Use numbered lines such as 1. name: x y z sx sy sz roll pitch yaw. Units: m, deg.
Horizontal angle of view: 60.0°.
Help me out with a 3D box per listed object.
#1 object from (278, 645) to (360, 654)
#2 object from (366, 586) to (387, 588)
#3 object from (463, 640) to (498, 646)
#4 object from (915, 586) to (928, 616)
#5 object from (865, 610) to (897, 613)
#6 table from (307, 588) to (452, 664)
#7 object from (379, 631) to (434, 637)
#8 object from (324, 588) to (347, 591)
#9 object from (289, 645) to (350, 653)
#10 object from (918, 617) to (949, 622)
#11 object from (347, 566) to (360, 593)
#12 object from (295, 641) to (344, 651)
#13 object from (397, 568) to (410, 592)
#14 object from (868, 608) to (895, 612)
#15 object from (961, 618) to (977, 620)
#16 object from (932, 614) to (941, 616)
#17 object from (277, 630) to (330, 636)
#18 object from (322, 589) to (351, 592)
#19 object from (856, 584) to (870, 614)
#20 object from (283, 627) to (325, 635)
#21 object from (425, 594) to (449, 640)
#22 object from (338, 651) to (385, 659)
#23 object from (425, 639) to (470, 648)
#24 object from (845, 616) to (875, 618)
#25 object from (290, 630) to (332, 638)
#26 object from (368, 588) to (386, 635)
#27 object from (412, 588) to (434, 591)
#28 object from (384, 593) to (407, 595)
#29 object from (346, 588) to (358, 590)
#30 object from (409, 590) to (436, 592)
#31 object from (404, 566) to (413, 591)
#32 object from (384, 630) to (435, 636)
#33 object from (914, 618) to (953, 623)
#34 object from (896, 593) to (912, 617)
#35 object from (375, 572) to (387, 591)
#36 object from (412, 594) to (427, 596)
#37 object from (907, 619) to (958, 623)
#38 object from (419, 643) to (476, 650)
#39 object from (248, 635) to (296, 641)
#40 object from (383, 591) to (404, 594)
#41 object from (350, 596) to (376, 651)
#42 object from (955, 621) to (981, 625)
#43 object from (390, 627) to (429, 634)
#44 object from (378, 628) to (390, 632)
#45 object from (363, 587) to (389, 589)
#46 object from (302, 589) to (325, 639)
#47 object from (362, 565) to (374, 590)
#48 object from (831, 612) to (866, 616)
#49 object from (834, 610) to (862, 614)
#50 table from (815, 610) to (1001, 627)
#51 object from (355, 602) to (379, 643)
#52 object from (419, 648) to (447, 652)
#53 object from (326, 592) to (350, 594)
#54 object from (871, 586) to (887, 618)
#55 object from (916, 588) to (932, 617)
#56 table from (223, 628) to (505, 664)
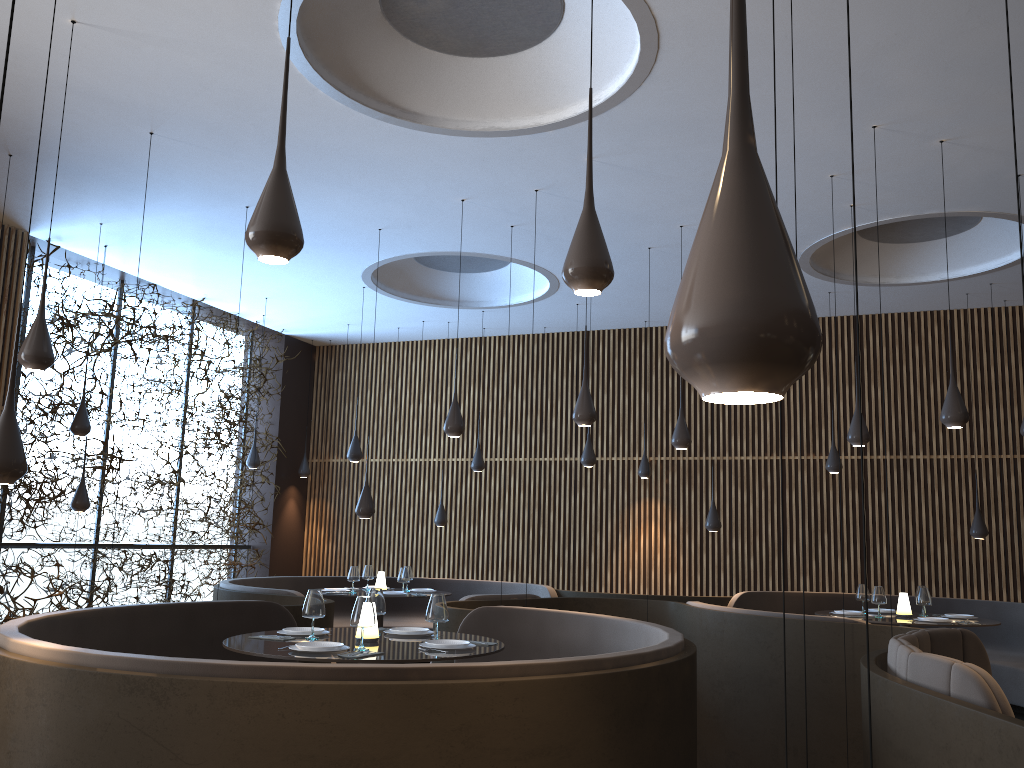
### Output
1. object: -1.067 1.463 4.900 0.411 0.012 0.205 -3 -11 23
2. object: -1.674 2.510 10.932 0.263 0.029 0.264 0 -10 12
3. object: -0.228 1.589 5.437 0.262 0.017 0.127 -3 -11 26
4. object: 4.195 2.214 9.062 0.142 0.294 0.142 7 -11 -32
5. object: 3.858 2.376 9.249 0.332 0.014 0.333 8 -12 -30
6. table: -1.561 2.946 10.344 1.673 1.020 1.678 5 -10 -19
7. object: -0.674 1.645 5.858 0.411 0.012 0.205 -4 -11 27
8. object: -2.026 2.370 10.200 0.263 0.029 0.264 8 -12 -33
9. object: -1.063 1.462 4.898 0.332 0.014 0.333 2 -10 -4
10. object: 3.903 2.184 8.216 0.263 0.029 0.264 0 -10 10
11. object: -1.810 2.233 10.124 0.142 0.294 0.142 -1 -9 15
12. object: -1.063 1.453 4.900 0.263 0.029 0.264 -5 -12 34
13. object: -1.242 2.255 10.153 0.142 0.294 0.142 0 -9 13
14. object: 3.858 2.367 9.250 0.263 0.029 0.264 8 -12 -34
15. object: 4.415 2.303 8.742 0.204 0.012 0.412 2 -10 -2
16. object: 4.442 2.363 9.043 0.262 0.017 0.127 1 -10 2
17. object: -1.332 1.591 5.666 0.332 0.014 0.333 -4 -11 28
18. object: -2.026 2.379 10.199 0.332 0.014 0.333 -2 -11 17
19. object: 3.601 2.203 9.096 0.142 0.294 0.142 9 -11 -38
20. object: -1.332 1.582 5.668 0.263 0.029 0.264 4 -10 -13
21. object: -0.458 1.432 5.412 0.142 0.294 0.142 3 -9 -9
22. object: -0.804 1.449 4.743 0.126 0.017 0.263 -4 -11 27
23. object: -0.376 1.522 5.179 0.263 0.029 0.264 -6 -12 35
24. object: 3.336 2.237 8.508 0.262 0.017 0.127 2 -10 -2
25. object: -1.331 1.593 5.671 0.204 0.012 0.412 -2 -11 17
26. object: -0.898 1.492 5.816 0.142 0.294 0.142 -6 -12 41
27. object: -1.069 2.471 10.616 0.263 0.029 0.264 0 -10 9
28. object: -1.336 2.349 9.921 0.332 0.014 0.333 0 -10 6
29. object: -1.958 2.500 10.827 0.126 0.017 0.263 6 -11 -23
30. object: -1.069 2.480 10.615 0.332 0.014 0.333 1 -10 5
31. object: -1.271 2.359 10.745 0.142 0.294 0.142 6 -10 -26
32. object: -0.678 1.644 5.859 0.332 0.014 0.333 -6 -13 37
33. object: 3.903 2.193 8.214 0.332 0.014 0.332 9 -13 -37
34. object: 3.870 2.181 8.754 0.142 0.231 0.145 0 -9 12
35. object: -1.544 2.328 10.437 0.142 0.231 0.145 2 -9 0
36. object: -1.046 2.379 10.002 0.126 0.017 0.263 5 -11 -19
37. object: 3.899 2.194 8.214 0.410 0.012 0.205 2 -10 -1
38. object: -0.376 1.531 5.177 0.332 0.014 0.333 -4 -12 29
39. object: -1.460 1.547 5.395 0.262 0.017 0.127 -2 -11 22
40. object: -1.336 2.340 9.922 0.263 0.029 0.264 -3 -11 25
41. object: -0.840 1.348 4.997 0.142 0.294 0.142 5 -9 -18
42. object: 4.203 2.202 8.177 0.126 0.017 0.263 1 -10 3
43. object: -0.678 1.635 5.861 0.263 0.029 0.264 -1 -10 15
44. object: -0.927 1.675 6.029 0.126 0.017 0.263 -4 -12 31
45. object: -1.674 2.519 10.931 0.332 0.014 0.333 -2 -11 18
46. object: -1.226 1.422 5.479 0.142 0.294 0.142 4 -9 -13
47. object: -1.745 2.344 10.733 0.142 0.294 0.142 -2 -9 20
48. object: 3.341 2.283 8.808 0.332 0.014 0.333 0 -10 8
49. object: 3.342 2.274 8.810 0.263 0.029 0.264 -3 -11 27
50. table: 3.852 2.799 8.660 1.672 1.020 1.679 0 -10 10
51. object: -0.877 1.450 5.406 0.142 0.231 0.145 -5 -11 35
52. object: -0.377 1.532 5.173 0.204 0.012 0.412 -2 -11 21
53. object: -1.949 2.337 9.908 0.262 0.017 0.127 5 -11 -18
54. object: 3.566 2.117 8.615 0.142 0.294 0.142 0 -9 8
55. object: 3.982 2.120 8.565 0.142 0.294 0.142 10 -12 -42
56. table: -0.895 2.068 5.312 1.673 1.020 1.678 -4 -11 30
